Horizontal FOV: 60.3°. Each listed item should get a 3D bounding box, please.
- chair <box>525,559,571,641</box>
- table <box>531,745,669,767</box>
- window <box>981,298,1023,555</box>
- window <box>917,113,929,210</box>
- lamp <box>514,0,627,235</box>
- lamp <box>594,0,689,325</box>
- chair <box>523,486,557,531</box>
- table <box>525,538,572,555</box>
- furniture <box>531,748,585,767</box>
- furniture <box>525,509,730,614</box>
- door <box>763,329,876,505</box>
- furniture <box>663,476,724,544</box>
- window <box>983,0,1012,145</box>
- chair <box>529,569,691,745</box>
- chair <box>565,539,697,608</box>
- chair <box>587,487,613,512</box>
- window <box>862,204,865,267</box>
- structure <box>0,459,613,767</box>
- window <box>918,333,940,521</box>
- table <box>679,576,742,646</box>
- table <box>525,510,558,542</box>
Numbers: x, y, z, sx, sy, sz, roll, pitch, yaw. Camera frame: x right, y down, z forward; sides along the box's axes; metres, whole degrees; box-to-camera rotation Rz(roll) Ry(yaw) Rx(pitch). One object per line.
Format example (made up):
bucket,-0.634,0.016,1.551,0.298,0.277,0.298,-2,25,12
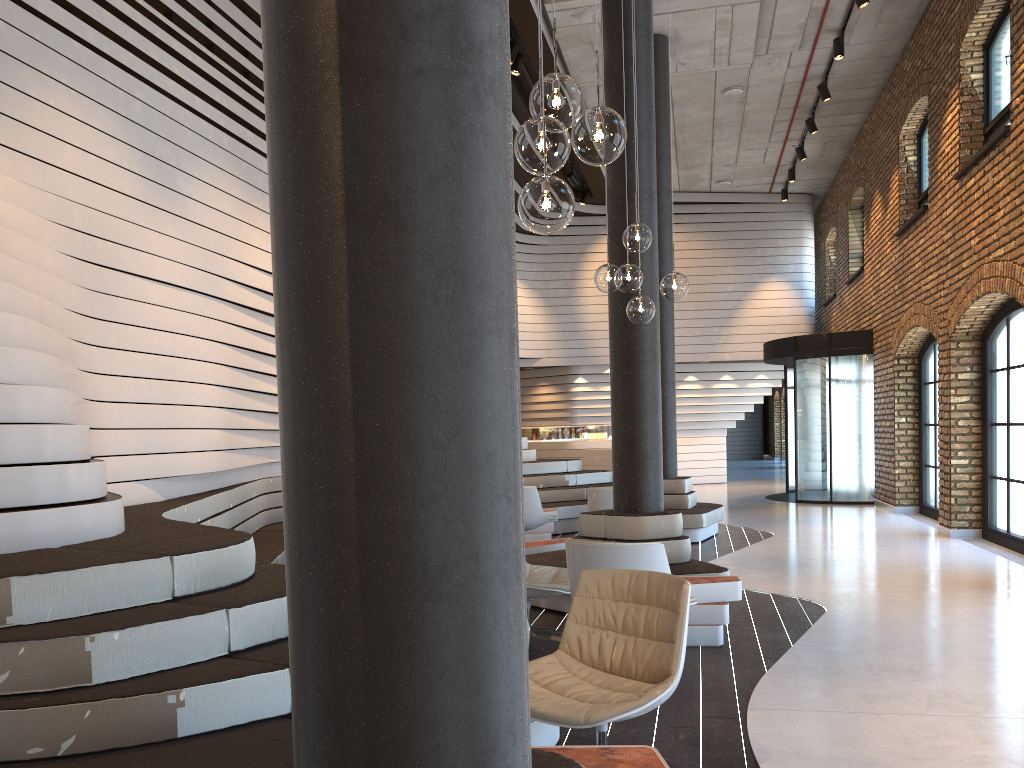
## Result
chair,0.104,1.266,5.707,0.713,0.769,0.653,-2,0,15
table,0.107,1.293,2.596,0.910,0.372,0.411,-3,-1,20
window,4.974,0.389,8.529,0.130,2.545,2.343,-1,0,12
window,5.362,-2.811,11.147,0.126,1.456,1.563,-1,0,12
lamp,0.010,-2.757,2.524,0.541,4.649,0.275,-3,3,-26
lamp,0.692,-2.698,5.013,0.544,4.695,0.292,-2,3,-2
chair,0.118,1.486,9.710,0.660,0.769,0.705,-2,0,28
table,0.218,1.570,7.700,0.899,0.372,0.416,0,-2,-40
furniture,0.113,1.049,1.324,1.277,0.724,1.767,-2,-2,8
furniture,0.683,1.324,6.658,1.269,0.724,1.778,-1,-2,-17
door,6.117,0.636,15.537,3.217,2.864,3.233,-2,0,19
furniture,1.996,1.505,10.709,1.757,0.725,1.284,0,-3,-42
window,4.774,-2.945,8.375,0.126,1.456,1.563,-1,0,12
chair,0.328,1.129,3.326,0.704,0.769,0.660,-2,0,-40
chair,0.634,1.199,4.789,0.660,0.769,0.705,-2,0,30
chair,1.087,1.418,9.035,0.658,0.769,0.707,-2,0,13
window,6.223,-2.615,15.209,0.126,1.456,1.563,-1,0,12
structure,-1.706,1.259,5.994,5.784,0.930,18.157,-2,-3,8
window,5.561,0.523,11.301,0.130,2.545,2.343,-1,0,12
table,0.993,1.427,5.531,0.907,0.372,0.412,-2,0,5
table,0.138,1.731,10.584,0.902,0.372,0.414,-1,-1,-15
